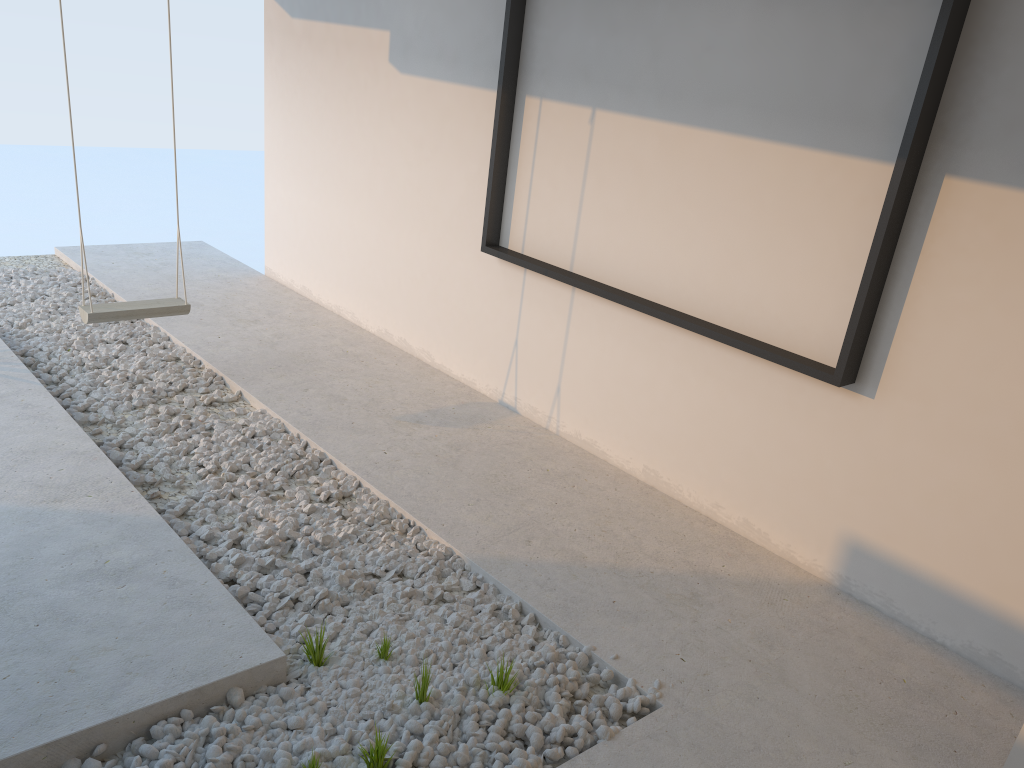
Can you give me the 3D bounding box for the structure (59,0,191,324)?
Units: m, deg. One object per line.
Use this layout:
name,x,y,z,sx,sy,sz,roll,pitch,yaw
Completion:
structure,-1.633,-1.178,3.701,0.457,1.934,0.126,-14,32,-38
